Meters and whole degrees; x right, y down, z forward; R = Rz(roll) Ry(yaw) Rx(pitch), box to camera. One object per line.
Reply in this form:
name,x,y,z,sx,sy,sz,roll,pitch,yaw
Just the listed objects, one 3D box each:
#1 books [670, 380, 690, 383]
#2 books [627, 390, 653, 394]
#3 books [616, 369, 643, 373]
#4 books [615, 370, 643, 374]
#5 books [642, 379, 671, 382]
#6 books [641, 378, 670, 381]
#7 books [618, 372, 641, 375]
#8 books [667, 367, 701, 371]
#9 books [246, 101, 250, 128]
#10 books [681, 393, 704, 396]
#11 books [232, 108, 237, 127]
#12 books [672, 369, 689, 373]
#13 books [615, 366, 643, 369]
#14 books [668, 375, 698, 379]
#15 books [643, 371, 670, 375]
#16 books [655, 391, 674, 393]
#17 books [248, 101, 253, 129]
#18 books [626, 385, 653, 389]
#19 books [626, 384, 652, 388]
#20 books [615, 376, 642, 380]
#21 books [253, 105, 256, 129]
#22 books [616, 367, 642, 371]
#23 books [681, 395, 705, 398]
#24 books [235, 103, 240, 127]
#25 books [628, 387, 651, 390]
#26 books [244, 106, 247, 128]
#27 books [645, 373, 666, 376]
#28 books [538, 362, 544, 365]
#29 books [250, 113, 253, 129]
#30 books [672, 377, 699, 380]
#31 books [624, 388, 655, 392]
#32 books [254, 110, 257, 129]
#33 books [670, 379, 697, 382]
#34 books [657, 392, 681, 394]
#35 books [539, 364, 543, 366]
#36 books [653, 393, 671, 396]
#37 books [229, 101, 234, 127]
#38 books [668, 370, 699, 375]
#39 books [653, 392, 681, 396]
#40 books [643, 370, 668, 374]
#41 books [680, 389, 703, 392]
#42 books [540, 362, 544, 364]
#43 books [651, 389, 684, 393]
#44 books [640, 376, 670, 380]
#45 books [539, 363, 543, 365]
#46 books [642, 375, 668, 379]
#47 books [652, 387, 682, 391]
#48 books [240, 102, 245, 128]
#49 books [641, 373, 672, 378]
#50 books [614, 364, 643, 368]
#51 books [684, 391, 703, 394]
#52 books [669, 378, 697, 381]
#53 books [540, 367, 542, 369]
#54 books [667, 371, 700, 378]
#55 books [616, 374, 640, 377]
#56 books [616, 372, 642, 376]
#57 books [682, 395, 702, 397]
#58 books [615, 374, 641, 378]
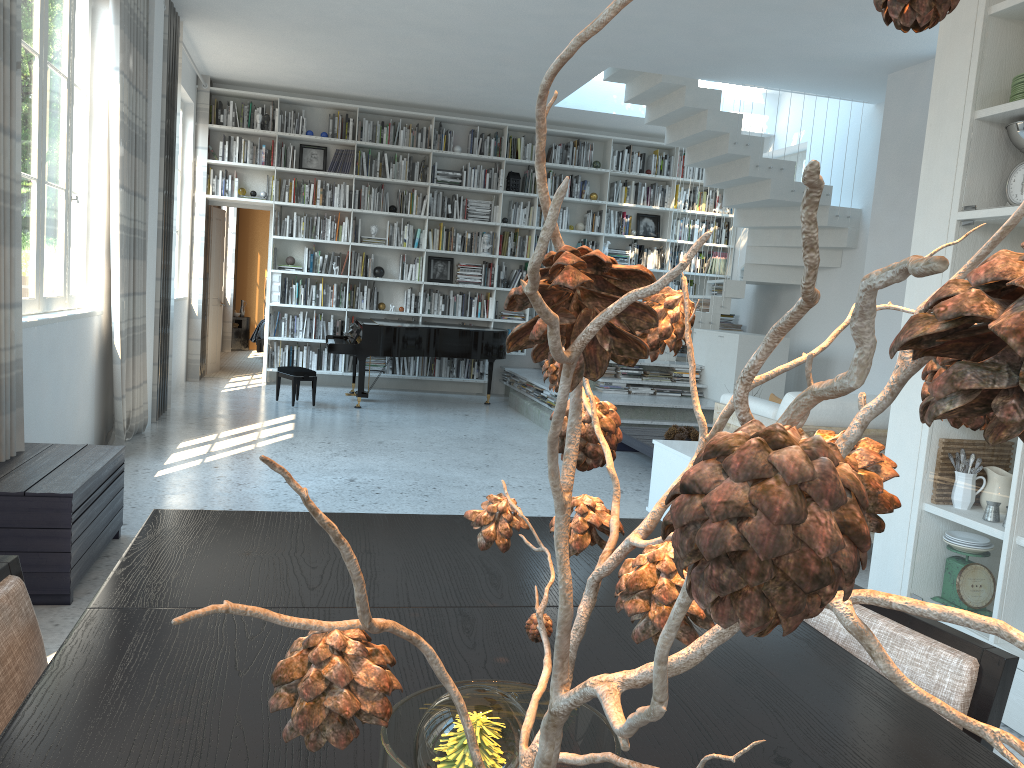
books,1.713,-0.029,8.924,0.220,0.011,0.177,3,6,-15
books,1.246,0.071,8.706,0.232,0.019,0.169,3,6,-18
books,1.159,-0.132,8.772,0.230,0.015,0.189,4,6,-8
books,1.153,-0.122,8.795,0.260,0.009,0.152,3,6,-10
books,1.423,-0.042,8.855,0.291,0.007,0.174,3,6,-10
books,1.424,-0.048,8.854,0.287,0.005,0.165,4,6,-8
books,1.153,-0.112,8.793,0.210,0.012,0.168,3,6,-12
books,1.725,-0.151,8.900,0.285,0.013,0.180,3,6,-18
books,-2.868,-2.901,9.635,0.014,0.304,0.145,3,7,-13
books,1.777,0.099,8.848,0.234,0.017,0.151,3,6,-12
books,-3.004,-2.859,9.596,0.030,0.206,0.175,3,6,-13
books,1.721,-0.134,8.913,0.192,0.024,0.167,4,6,-8
books,1.158,-0.164,8.786,0.228,0.009,0.159,3,6,-17
books,1.715,-0.075,8.929,0.268,0.014,0.159,3,6,-14
books,1.427,-0.111,8.853,0.246,0.013,0.172,3,6,-14
books,1.518,0.071,8.792,0.273,0.009,0.129,3,6,-10
books,-2.849,-2.907,9.650,0.029,0.315,0.129,3,7,-13
books,1.246,0.027,8.717,0.242,0.005,0.152,3,6,-12
books,1.246,0.018,8.718,0.220,0.013,0.148,3,6,-14
books,1.151,-0.061,8.792,0.216,0.015,0.177,3,6,-15
books,-2.806,-2.884,9.658,0.013,0.275,0.158,3,7,-13
books,1.155,-0.151,8.795,0.221,0.018,0.154,3,6,-12
books,1.777,0.121,8.844,0.261,0.006,0.151,3,6,-17
books,-2.967,-2.884,9.595,0.057,0.263,0.190,3,6,-13
books,1.244,0.038,8.724,0.211,0.018,0.134,3,6,-10
books,-2.895,-2.881,9.647,0.030,0.258,0.129,3,7,-13
books,1.425,-0.100,8.859,0.179,0.010,0.160,3,6,-11
books,0.431,-0.244,10.715,0.184,0.006,0.262,3,6,-12
books,-2.826,-2.841,9.653,0.024,0.187,0.159,3,6,-13
books,1.718,-0.061,8.911,0.281,0.008,0.181,4,6,-8
books,1.245,0.054,8.715,0.272,0.012,0.158,3,6,-15
books,-2.791,-2.859,9.664,0.021,0.226,0.156,3,6,-13
books,1.712,-0.040,8.932,0.259,0.009,0.152,3,6,-16
books,1.522,0.080,8.776,0.254,0.005,0.160,3,6,-17
books,0.439,-0.217,10.720,0.170,0.012,0.214,3,6,-13
books,1.517,0.103,8.793,0.249,0.009,0.144,3,6,-14
books,-3.031,-2.900,9.594,0.028,0.284,0.189,3,6,-13
books,1.722,-0.116,8.908,0.261,0.012,0.179,4,6,-9
books,1.522,0.092,8.771,0.250,0.019,0.177,3,6,-10
books,1.430,-0.122,8.845,0.203,0.011,0.173,3,6,-18
books,1.778,0.065,8.852,0.215,0.007,0.130,3,6,-11
books,0.439,-0.251,10.716,0.159,0.009,0.210,4,6,-9
books,1.525,0.061,8.765,0.287,0.018,0.190,3,6,-14
books,1.420,-0.060,8.872,0.293,0.014,0.133,3,6,-16
books,0.443,-0.229,10.719,0.159,0.012,0.278,3,6,-14
books,1.425,-0.072,8.855,0.214,0.015,0.176,3,6,-12
books,1.517,0.047,8.771,0.275,0.009,0.176,3,6,-13
books,-2.923,-2.893,9.619,0.039,0.283,0.181,3,6,-13
books,1.429,-0.085,8.839,0.273,0.014,0.187,3,6,-18
books,1.154,-0.178,8.804,0.261,0.016,0.128,3,6,-14
books,1.777,0.075,8.854,0.229,0.014,0.133,3,6,-14
books,1.712,-0.052,8.937,0.262,0.016,0.131,3,6,-18
books,0.438,-0.183,10.724,0.163,0.019,0.187,3,6,-14
books,1.718,-0.096,8.918,0.284,0.030,0.176,3,6,-12
books,1.148,-0.089,8.809,0.207,0.012,0.131,3,6,-17
books,1.155,-0.098,8.784,0.215,0.013,0.189,3,6,-14
books,1.777,0.112,8.847,0.179,0.010,0.160,3,6,-13
books,1.149,-0.076,8.805,0.227,0.013,0.148,3,6,-15
